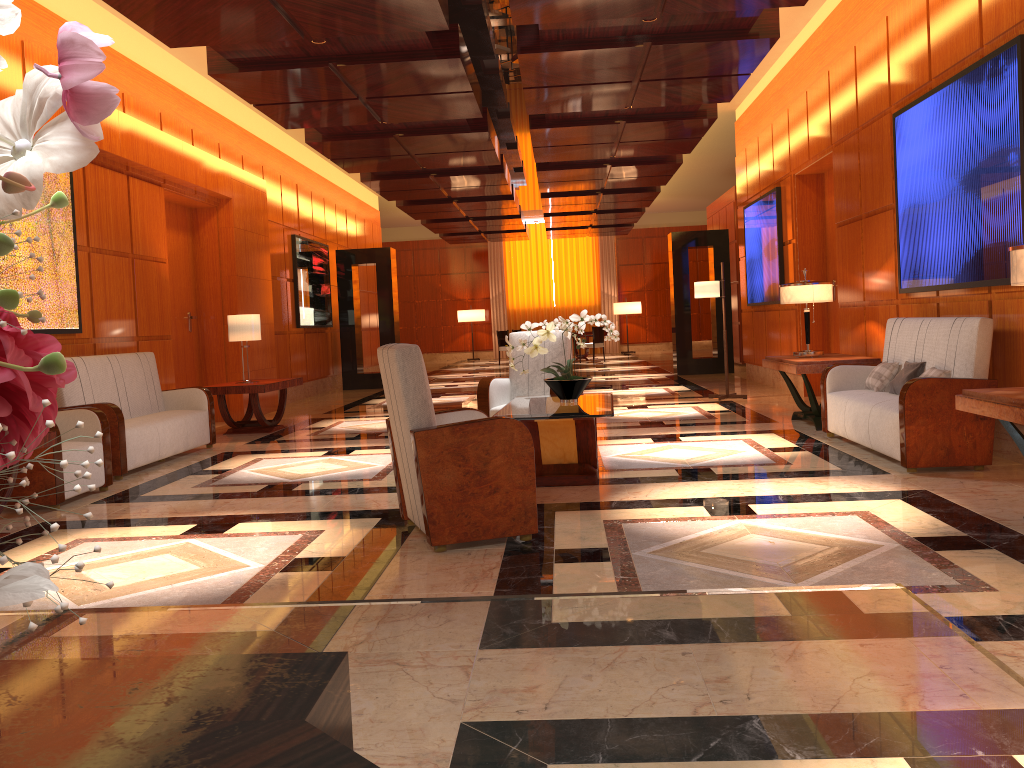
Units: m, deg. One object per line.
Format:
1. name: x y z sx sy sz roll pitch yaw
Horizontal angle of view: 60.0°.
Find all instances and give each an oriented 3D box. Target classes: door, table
1. door: 3.553 -1.122 9.781 0.340 2.648 1.540 -3 2 3
2. table: 2.538 0.358 3.760 0.725 0.606 1.272 -3 3 4
3. table: 2.769 0.062 7.974 0.725 0.606 1.272 -3 3 4
4. table: -3.096 0.598 4.696 0.724 0.533 1.170 -2 3 6
5. table: 0.319 0.379 5.877 0.722 0.495 1.563 -2 4 6
6. door: -3.772 -0.798 10.173 0.340 2.648 1.502 -3 2 3
7. table: -0.415 0.670 0.182 1.600 0.744 1.603 -3 3 3
8. table: 1.428 -0.940 22.530 2.109 0.740 0.784 -4 3 -26
9. table: -2.822 0.247 9.697 0.724 0.533 1.170 -2 3 6

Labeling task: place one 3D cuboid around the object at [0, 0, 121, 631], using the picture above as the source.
1. object: -0.450 -0.033 0.182 0.650 0.657 0.681 -3 3 -6

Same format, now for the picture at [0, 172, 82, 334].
1. picture: -3.747 -1.082 6.475 0.056 1.450 2.000 -3 3 3

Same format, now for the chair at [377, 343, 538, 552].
1. chair: -0.297 0.263 4.414 0.629 0.960 0.738 -3 3 -18

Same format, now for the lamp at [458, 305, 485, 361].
1. lamp: -1.191 -1.530 26.510 0.810 1.659 0.812 -1 3 43

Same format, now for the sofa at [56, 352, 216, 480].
1. sofa: -3.168 0.205 7.499 0.612 0.931 1.802 -3 3 4

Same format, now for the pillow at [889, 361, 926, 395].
1. pillow: 2.802 -0.037 6.274 0.160 0.252 0.358 -3 3 0

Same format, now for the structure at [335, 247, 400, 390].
1. structure: -2.569 -1.171 15.968 0.985 2.495 0.501 -3 2 3

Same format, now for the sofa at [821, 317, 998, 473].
1. sofa: 2.734 0.006 6.259 0.612 0.931 1.802 -3 3 4

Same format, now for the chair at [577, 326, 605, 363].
1. chair: 1.979 -0.971 21.674 0.585 0.893 0.576 -5 3 -44

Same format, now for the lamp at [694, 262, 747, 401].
1. lamp: 2.506 -0.642 10.762 0.527 1.659 0.360 -3 2 -7

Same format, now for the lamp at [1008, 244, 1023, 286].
1. lamp: 2.443 -0.354 3.879 0.458 0.809 0.459 -2 2 12

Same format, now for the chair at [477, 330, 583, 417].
1. chair: 0.164 0.041 7.374 0.737 0.960 0.630 -2 2 22

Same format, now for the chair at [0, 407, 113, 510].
1. chair: -3.144 0.301 5.879 0.628 0.960 0.739 -3 2 2

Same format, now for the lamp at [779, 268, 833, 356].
1. lamp: 2.670 -0.654 8.025 0.459 0.793 0.458 -4 3 -35

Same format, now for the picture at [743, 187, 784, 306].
1. picture: 3.403 -1.800 12.038 0.056 1.450 2.000 -3 3 3

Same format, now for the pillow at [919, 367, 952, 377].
1. pillow: 2.743 0.011 5.830 0.202 0.229 0.274 -2 3 6

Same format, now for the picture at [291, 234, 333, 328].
1. picture: -3.296 -1.661 14.721 0.056 1.450 2.000 -3 3 3

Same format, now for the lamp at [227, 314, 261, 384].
1. lamp: 0.978 -0.221 4.526 0.335 0.733 13.000 -4 4 -37

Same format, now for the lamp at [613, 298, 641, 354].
1. lamp: 3.441 -1.735 26.250 0.810 1.659 0.812 -1 3 43

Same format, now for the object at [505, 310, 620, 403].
1. object: 0.356 -0.187 5.977 0.789 0.616 0.418 -4 3 -19

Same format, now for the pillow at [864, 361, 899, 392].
1. pillow: 2.798 -0.057 6.710 0.195 0.226 0.345 -2 3 8

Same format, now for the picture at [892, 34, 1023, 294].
1. picture: 3.083 -1.389 6.189 0.056 1.450 2.000 -3 3 3

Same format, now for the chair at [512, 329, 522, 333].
1. chair: 0.316 -1.024 23.645 0.576 0.893 0.585 -1 3 31

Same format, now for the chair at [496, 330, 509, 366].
1. chair: -0.071 -0.925 22.448 0.576 0.893 0.585 -1 3 41

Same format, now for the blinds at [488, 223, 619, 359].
1. blinds: 1.246 -2.888 26.969 3.852 4.060 0.149 -3 2 3
